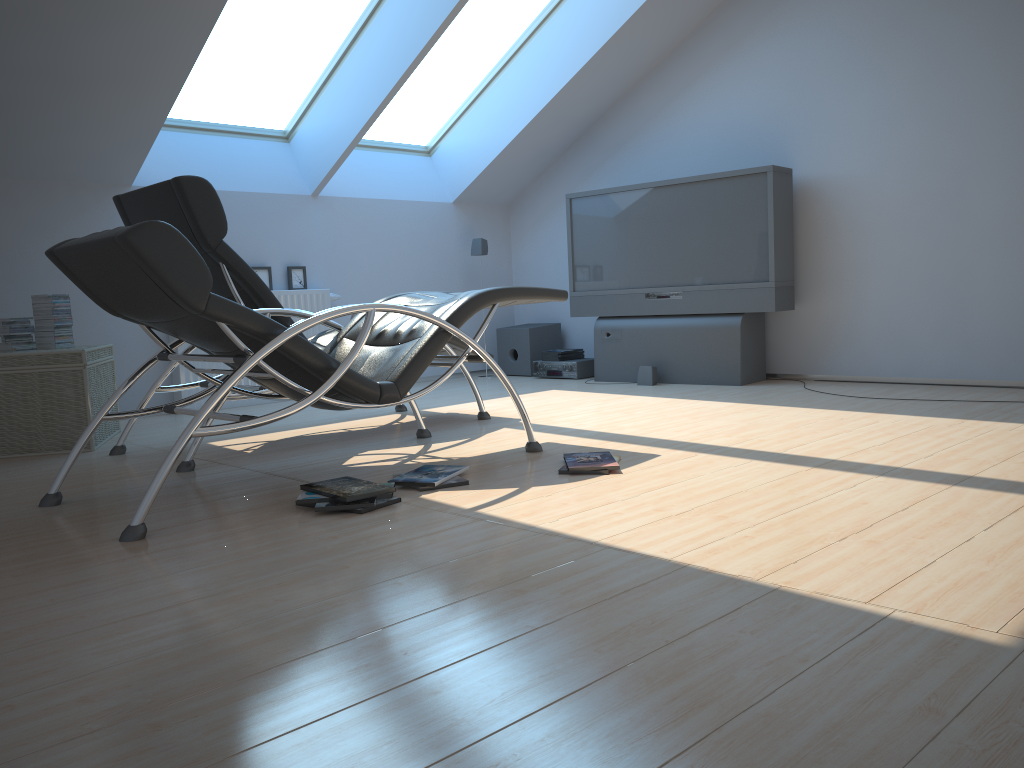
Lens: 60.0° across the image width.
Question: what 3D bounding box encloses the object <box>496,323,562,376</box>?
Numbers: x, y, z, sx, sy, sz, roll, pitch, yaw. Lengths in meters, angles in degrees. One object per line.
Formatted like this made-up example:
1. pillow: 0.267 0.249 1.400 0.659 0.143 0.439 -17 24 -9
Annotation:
1. object: 0.152 -0.305 7.702 0.401 0.424 0.400 -8 8 -44

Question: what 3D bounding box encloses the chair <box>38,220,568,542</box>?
1. chair: -0.696 -0.127 3.589 2.114 0.953 0.836 -8 8 -44

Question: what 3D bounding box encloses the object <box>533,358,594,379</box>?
1. object: 0.453 -0.130 7.264 0.450 0.138 0.358 2 7 41

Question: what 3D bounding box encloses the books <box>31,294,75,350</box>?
1. books: -2.471 -0.330 4.770 0.149 0.300 0.149 -1 6 17

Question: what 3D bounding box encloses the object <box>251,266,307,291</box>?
1. object: -1.838 -0.742 6.301 0.846 0.180 0.030 -8 8 -44

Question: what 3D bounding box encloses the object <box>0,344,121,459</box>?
1. object: -2.549 0.079 4.684 0.744 0.518 0.745 -4 6 -14

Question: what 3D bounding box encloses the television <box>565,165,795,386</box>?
1. television: 1.185 -0.740 6.482 1.686 1.446 0.400 2 7 41

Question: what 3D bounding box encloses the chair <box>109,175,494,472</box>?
1. chair: -1.017 -0.361 4.625 1.938 1.251 0.836 -8 8 -44

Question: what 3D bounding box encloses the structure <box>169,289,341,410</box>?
1. structure: -1.772 -0.264 6.352 1.324 0.800 0.120 -8 8 -44

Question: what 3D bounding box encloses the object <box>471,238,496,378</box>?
1. object: -0.242 -0.642 7.545 0.158 1.181 0.160 -8 8 -44

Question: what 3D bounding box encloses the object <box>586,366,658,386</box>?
1. object: 0.721 -0.093 6.804 0.394 0.141 1.163 -4 6 -15

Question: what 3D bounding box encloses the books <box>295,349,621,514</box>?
1. books: 0.272 0.055 5.056 1.045 0.222 4.790 -1 6 13

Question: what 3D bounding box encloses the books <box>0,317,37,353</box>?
1. books: -2.570 -0.249 4.592 0.162 0.184 0.165 3 8 44
